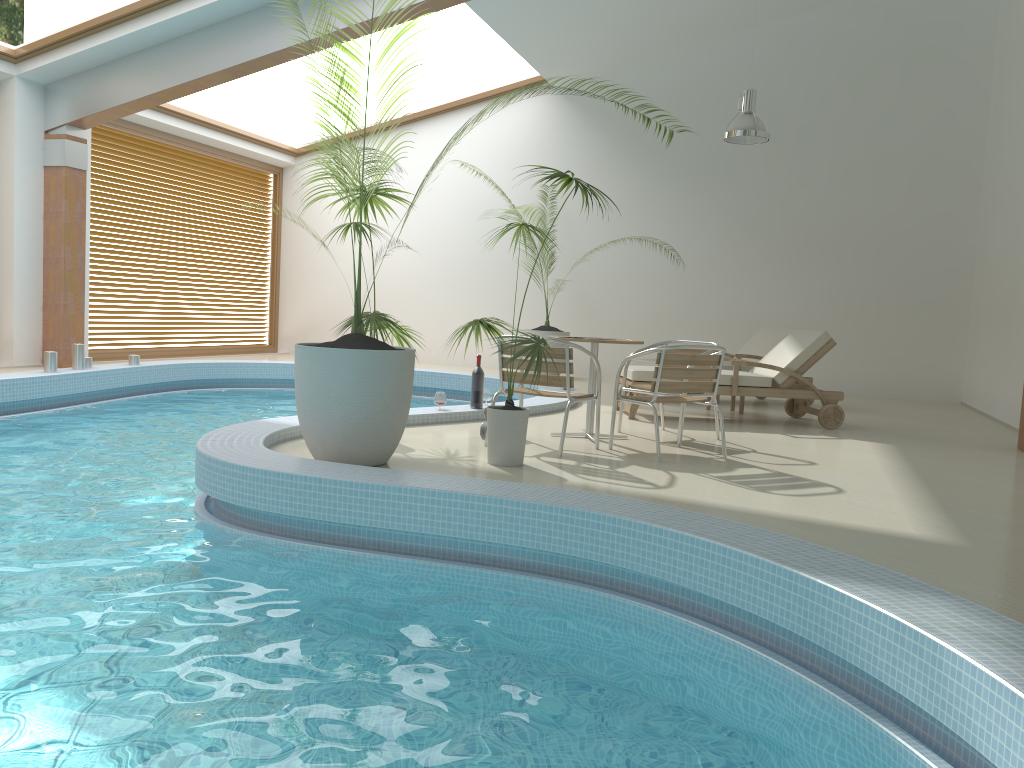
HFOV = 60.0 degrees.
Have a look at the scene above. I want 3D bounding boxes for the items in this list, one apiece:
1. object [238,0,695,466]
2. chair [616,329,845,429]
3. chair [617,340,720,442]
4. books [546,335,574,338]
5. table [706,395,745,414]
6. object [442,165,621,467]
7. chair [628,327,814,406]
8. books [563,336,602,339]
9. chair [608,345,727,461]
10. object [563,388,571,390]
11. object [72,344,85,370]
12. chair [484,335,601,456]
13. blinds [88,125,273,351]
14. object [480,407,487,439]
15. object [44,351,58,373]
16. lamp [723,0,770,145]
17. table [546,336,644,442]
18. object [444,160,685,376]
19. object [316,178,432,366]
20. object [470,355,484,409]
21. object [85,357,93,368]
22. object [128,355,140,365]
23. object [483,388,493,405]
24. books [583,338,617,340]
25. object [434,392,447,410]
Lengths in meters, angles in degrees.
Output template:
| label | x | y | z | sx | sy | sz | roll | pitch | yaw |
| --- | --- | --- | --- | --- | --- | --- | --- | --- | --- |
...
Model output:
| label | x | y | z | sx | sy | sz | roll | pitch | yaw |
| --- | --- | --- | --- | --- | --- | --- | --- | --- | --- |
| object | -0.786 | -1.057 | 5.024 | 2.979 | 2.960 | 2.729 | 6 | 6 | 35 |
| chair | 1.970 | -0.108 | 8.115 | 1.903 | 0.866 | 0.861 | 3 | 5 | -4 |
| chair | 1.200 | 0.030 | 6.709 | 0.563 | 0.727 | 0.618 | -1 | 6 | -39 |
| books | 0.385 | -0.339 | 6.361 | 0.241 | 0.004 | 0.166 | 0 | 5 | -31 |
| table | 2.119 | 0.150 | 8.806 | 0.283 | 0.255 | 0.320 | 3 | 5 | -4 |
| object | 0.094 | -0.376 | 5.092 | 0.791 | 1.695 | 1.059 | 0 | 6 | -36 |
| chair | 2.338 | -0.231 | 9.860 | 1.903 | 0.866 | 0.861 | 1 | 5 | -20 |
| books | 0.496 | -0.334 | 6.324 | 0.241 | 0.004 | 0.166 | 0 | 5 | -31 |
| chair | 1.042 | 0.091 | 5.850 | 0.618 | 0.727 | 0.563 | 0 | 5 | -29 |
| object | 0.582 | 0.027 | 9.495 | 0.140 | 0.069 | 0.140 | 2 | 5 | -13 |
| object | -4.317 | -0.271 | 8.838 | 0.115 | 0.254 | 0.115 | 0 | 5 | -31 |
| chair | 0.219 | 0.049 | 5.839 | 0.618 | 0.727 | 0.563 | 6 | 5 | 30 |
| blinds | -4.722 | -1.874 | 12.559 | 0.095 | 2.921 | 4.414 | 5 | 5 | 18 |
| object | -0.101 | 0.264 | 6.179 | 0.081 | 0.223 | 0.272 | 7 | 6 | 38 |
| object | -4.376 | -0.210 | 8.411 | 0.115 | 0.194 | 0.115 | 0 | 5 | -31 |
| lamp | 2.658 | -3.685 | 9.782 | 0.506 | 1.958 | 0.505 | 5 | 5 | 18 |
| table | 0.578 | 0.031 | 6.412 | 0.700 | 0.720 | 0.700 | 7 | 6 | 37 |
| object | 0.645 | -1.552 | 12.016 | 2.979 | 2.960 | 2.729 | 2 | 5 | -17 |
| object | -0.954 | -0.493 | 5.846 | 0.791 | 1.695 | 1.059 | 3 | 5 | 5 |
| object | -0.280 | -0.020 | 7.241 | 0.109 | 0.435 | 0.109 | 0 | 6 | -37 |
| object | -4.358 | -0.219 | 9.079 | 0.115 | 0.107 | 0.115 | 1 | 5 | -23 |
| object | -4.157 | -0.264 | 9.757 | 0.115 | 0.107 | 0.115 | 1 | 5 | -23 |
| object | -0.217 | 0.107 | 7.576 | 0.102 | 0.137 | 0.102 | 5 | 5 | 27 |
| books | 0.596 | -0.322 | 6.292 | 0.241 | 0.004 | 0.166 | 0 | 5 | -31 |
| object | -0.570 | 0.132 | 7.040 | 0.102 | 0.137 | 0.102 | 5 | 5 | 27 |
